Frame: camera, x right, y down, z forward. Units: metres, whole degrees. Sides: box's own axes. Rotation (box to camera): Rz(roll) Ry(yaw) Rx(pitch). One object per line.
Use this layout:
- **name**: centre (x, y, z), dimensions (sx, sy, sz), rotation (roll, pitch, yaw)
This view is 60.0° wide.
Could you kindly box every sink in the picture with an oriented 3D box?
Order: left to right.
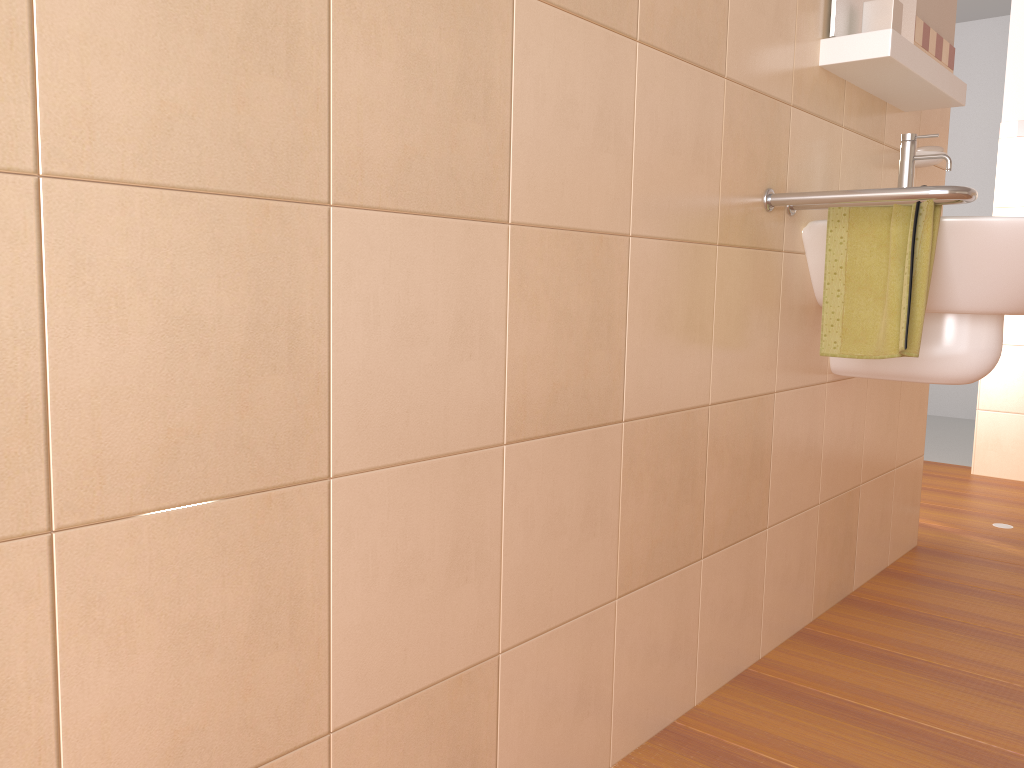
- **sink**: centre (0.965, -0.257, 1.802), dimensions (0.539, 0.516, 0.683), rotation (7, 8, 39)

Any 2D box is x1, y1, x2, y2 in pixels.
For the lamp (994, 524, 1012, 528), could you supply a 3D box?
- **lamp**: centre (0.752, 0.585, 1.455), dimensions (2.893, 0.001, 3.173), rotation (7, 8, 39)

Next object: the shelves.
- **shelves**: centre (0.821, -0.655, 1.885), dimensions (0.138, 0.050, 0.554), rotation (7, 8, 39)

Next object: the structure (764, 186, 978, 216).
- **structure**: centre (0.620, -0.321, 1.533), dimensions (0.333, 0.042, 0.142), rotation (7, 8, 39)

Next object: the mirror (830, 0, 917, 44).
- **mirror**: centre (0.791, -1.089, 1.869), dimensions (0.008, 0.799, 0.502), rotation (7, 8, 39)

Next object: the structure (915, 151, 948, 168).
- **structure**: centre (1.011, -0.546, 2.164), dimensions (0.092, 0.029, 0.117), rotation (7, 8, 39)

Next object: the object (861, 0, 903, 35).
- **object**: centre (0.749, -0.744, 1.774), dimensions (0.073, 0.149, 0.063), rotation (7, 8, 39)

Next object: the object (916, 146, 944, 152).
- **object**: centre (1.012, -0.568, 2.164), dimensions (0.075, 0.023, 0.050), rotation (2, 7, 4)

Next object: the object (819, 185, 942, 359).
- **object**: centre (0.657, -0.197, 1.589), dimensions (0.085, 0.306, 0.181), rotation (-3, 8, -34)
